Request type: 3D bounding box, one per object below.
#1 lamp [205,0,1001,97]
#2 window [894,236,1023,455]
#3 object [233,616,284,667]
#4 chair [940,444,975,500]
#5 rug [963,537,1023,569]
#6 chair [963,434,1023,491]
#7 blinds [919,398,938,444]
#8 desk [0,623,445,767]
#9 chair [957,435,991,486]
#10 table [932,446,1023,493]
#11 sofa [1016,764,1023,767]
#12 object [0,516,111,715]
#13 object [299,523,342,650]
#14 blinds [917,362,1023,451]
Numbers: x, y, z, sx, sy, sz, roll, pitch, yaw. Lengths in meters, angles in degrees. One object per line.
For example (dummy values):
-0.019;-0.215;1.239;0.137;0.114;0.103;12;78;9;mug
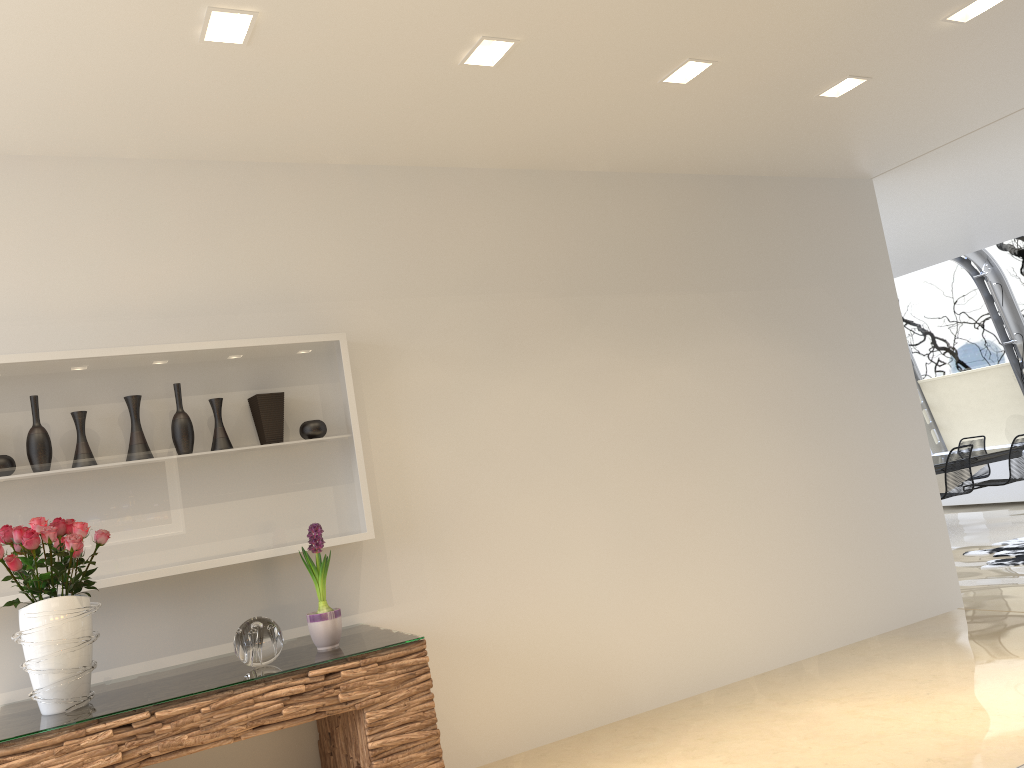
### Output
1.289;-1.431;4.105;9.775;0.004;9.928;-6;-7;-28;lamp
0.851;0.318;5.740;16.693;3.674;16.171;-7;-7;-22;window
-0.917;0.933;3.209;0.174;0.179;0.175;-10;-6;5;object
4.188;0.900;8.716;0.446;0.519;0.688;-6;-7;-28;chair
5.302;1.210;7.177;3.220;0.008;2.705;-6;-7;-28;rug
5.062;0.810;9.189;0.446;0.519;0.688;-6;-7;-28;chair
5.487;1.124;12.935;0.663;2.118;1.829;-6;-7;-28;blinds
-1.042;1.432;3.231;1.436;0.762;0.793;-6;-7;-28;desk
5.270;0.914;10.431;0.688;0.519;0.446;-6;-7;-28;chair
3.952;1.399;10.319;2.494;0.759;3.031;-6;-7;-28;table
1.811;0.691;0.977;1.334;0.798;2.625;-6;-7;-28;sofa
-1.562;0.777;3.028;0.327;0.654;0.350;-8;-6;-8;object
-0.739;0.774;3.411;0.129;0.476;0.129;-12;-7;22;object
6.043;0.323;11.413;0.329;1.027;1.430;-6;-7;-28;blinds
